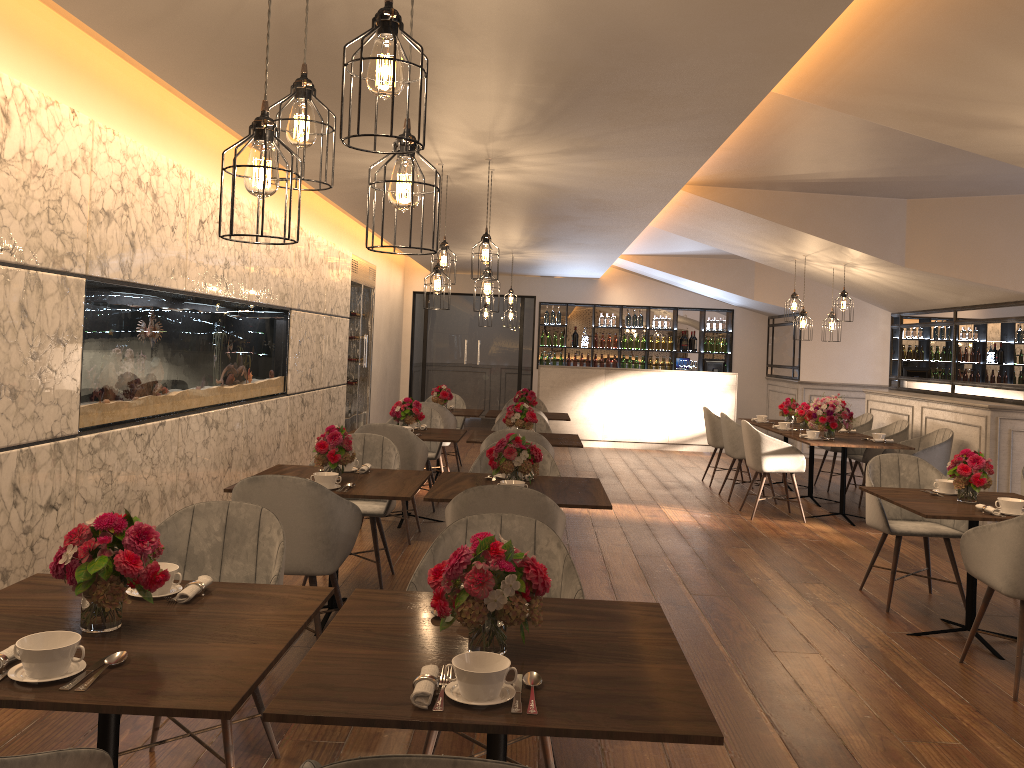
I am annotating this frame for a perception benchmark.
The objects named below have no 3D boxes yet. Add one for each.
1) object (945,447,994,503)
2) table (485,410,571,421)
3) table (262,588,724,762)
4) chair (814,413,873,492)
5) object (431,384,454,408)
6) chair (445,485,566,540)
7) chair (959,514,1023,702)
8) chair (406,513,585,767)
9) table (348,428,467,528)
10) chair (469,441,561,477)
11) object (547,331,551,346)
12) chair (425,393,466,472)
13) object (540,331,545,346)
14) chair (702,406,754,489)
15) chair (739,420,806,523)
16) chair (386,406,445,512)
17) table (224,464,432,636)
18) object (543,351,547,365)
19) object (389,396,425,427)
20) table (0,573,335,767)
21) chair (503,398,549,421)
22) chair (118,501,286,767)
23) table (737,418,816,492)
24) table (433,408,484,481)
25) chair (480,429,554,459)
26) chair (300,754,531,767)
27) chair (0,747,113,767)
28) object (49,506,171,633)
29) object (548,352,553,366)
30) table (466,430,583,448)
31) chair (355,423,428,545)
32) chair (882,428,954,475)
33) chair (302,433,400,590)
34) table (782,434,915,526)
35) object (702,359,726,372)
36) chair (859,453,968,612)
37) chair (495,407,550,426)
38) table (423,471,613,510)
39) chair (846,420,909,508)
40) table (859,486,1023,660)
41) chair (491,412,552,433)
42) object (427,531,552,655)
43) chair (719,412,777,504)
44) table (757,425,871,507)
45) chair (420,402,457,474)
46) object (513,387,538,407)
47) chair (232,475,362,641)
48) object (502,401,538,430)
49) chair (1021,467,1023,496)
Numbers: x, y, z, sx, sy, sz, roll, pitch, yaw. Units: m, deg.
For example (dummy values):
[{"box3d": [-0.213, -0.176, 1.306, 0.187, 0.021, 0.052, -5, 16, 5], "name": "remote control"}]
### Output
[{"box3d": [2.447, 0.480, 4.753, 0.234, 0.301, 0.305, 2, 1, 21], "name": "object"}, {"box3d": [0.162, 0.694, 9.687, 0.896, 0.721, 0.896, 2, 1, 2], "name": "table"}, {"box3d": [-0.042, 1.003, 2.158, 0.896, 0.721, 0.896, 2, 1, 2], "name": "table"}, {"box3d": [3.734, 0.751, 9.922, 0.526, 0.873, 0.565, 2, 0, 2], "name": "chair"}, {"box3d": [-0.757, 0.142, 9.724, 0.234, 0.301, 0.305, 2, 1, -23], "name": "object"}, {"box3d": [-0.043, 0.850, 3.980, 0.565, 0.873, 0.526, 2, 0, 2], "name": "chair"}, {"box3d": [2.428, 0.946, 4.059, 0.565, 0.873, 0.526, 2, 0, 2], "name": "chair"}, {"box3d": [-0.059, 0.898, 2.831, 0.565, 0.873, 0.526, 2, 0, 2], "name": "chair"}, {"box3d": [-0.863, 0.756, 7.238, 0.896, 0.721, 0.896, 2, 1, 2], "name": "table"}, {"box3d": [0.008, 0.796, 5.307, 0.565, 0.873, 0.526, 2, 0, 2], "name": "chair"}, {"box3d": [0.634, -0.779, 15.148, 0.065, 0.262, 0.066, 3, -1, -20], "name": "object"}, {"box3d": [-0.813, 0.550, 10.387, 0.565, 0.873, 0.526, 2, 0, 2], "name": "chair"}, {"box3d": [0.524, -0.784, 15.151, 0.065, 0.262, 0.066, 3, -1, -20], "name": "object"}, {"box3d": [2.407, 0.697, 9.941, 0.526, 0.873, 0.565, 2, 0, 2], "name": "chair"}, {"box3d": [2.356, 0.774, 8.063, 0.526, 0.873, 0.565, 2, 0, 2], "name": "chair"}, {"box3d": [-0.880, 0.651, 7.911, 0.565, 0.873, 0.526, 2, 0, 2], "name": "chair"}, {"box3d": [-0.933, 0.862, 4.661, 0.896, 0.721, 0.896, 2, 1, 2], "name": "table"}, {"box3d": [0.496, -0.389, 13.397, 0.065, 0.208, 0.065, 2, -1, -7], "name": "object"}, {"box3d": [-0.868, 0.242, 7.236, 0.305, 0.301, 0.234, 3, 0, 23], "name": "object"}, {"box3d": [-1.000, 0.963, 2.184, 0.896, 0.721, 0.896, 2, 1, 2], "name": "table"}, {"box3d": [0.145, 0.589, 10.361, 0.565, 0.873, 0.526, 2, 0, 2], "name": "chair"}, {"box3d": [-1.017, 0.859, 2.858, 0.565, 0.873, 0.526, 2, 0, 2], "name": "chair"}, {"box3d": [3.076, 0.799, 9.959, 0.896, 0.721, 0.896, 2, 1, 2], "name": "table"}, {"box3d": [-0.796, 0.655, 9.714, 0.896, 0.721, 0.896, 2, 1, 2], "name": "table"}, {"box3d": [0.027, 0.745, 6.557, 0.565, 0.873, 0.526, 2, 0, 2], "name": "chair"}, {"box3d": [-0.110, 0.952, 1.504, 0.565, 0.873, 0.526, 2, 0, 2], "name": "chair"}, {"box3d": [-1.068, 0.912, 1.531, 0.565, 0.873, 0.526, 2, 0, 2], "name": "chair"}, {"box3d": [-1.005, 0.450, 2.186, 0.305, 0.301, 0.234, 3, 0, 23], "name": "object"}, {"box3d": [0.582, -0.386, 13.399, 0.065, 0.208, 0.145, 2, 0, -7], "name": "object"}, {"box3d": [0.095, 0.796, 7.211, 0.896, 0.721, 0.896, 2, 1, 2], "name": "table"}, {"box3d": [-0.931, 0.705, 6.584, 0.565, 0.873, 0.526, 2, 0, 2], "name": "chair"}, {"box3d": [3.683, 0.828, 8.044, 0.526, 0.873, 0.565, 2, 0, 2], "name": "chair"}, {"box3d": [-0.950, 0.757, 5.334, 0.565, 0.873, 0.526, 2, 0, 2], "name": "chair"}, {"box3d": [3.025, 0.876, 8.082, 0.896, 0.721, 0.896, 2, 1, 2], "name": "table"}, {"box3d": [3.089, -0.217, 13.486, 0.408, 0.329, 0.130, 2, 0, -21], "name": "object"}, {"box3d": [2.433, 0.890, 5.387, 0.565, 0.873, 0.526, 2, 0, 2], "name": "chair"}, {"box3d": [0.094, 0.643, 9.034, 0.565, 0.873, 0.526, 2, 0, 2], "name": "chair"}, {"box3d": [0.025, 0.901, 4.635, 0.896, 0.721, 0.896, 2, 1, 2], "name": "table"}, {"box3d": [3.709, 0.789, 8.983, 0.526, 0.873, 0.565, 2, 0, 2], "name": "chair"}, {"box3d": [2.450, 0.995, 4.715, 0.896, 0.721, 0.896, 2, 1, 2], "name": "table"}, {"box3d": [0.078, 0.691, 7.884, 0.565, 0.873, 0.526, 2, 0, 2], "name": "chair"}, {"box3d": [-0.058, 0.490, 2.128, 0.305, 0.301, 0.234, 2, 0, -21], "name": "object"}, {"box3d": [2.381, 0.736, 9.002, 0.526, 0.873, 0.565, 2, 0, 2], "name": "chair"}, {"box3d": [3.050, 0.837, 9.021, 0.896, 0.721, 0.896, 2, 1, 2], "name": "table"}, {"box3d": [-0.864, 0.604, 9.060, 0.565, 0.873, 0.526, 2, 0, 2], "name": "chair"}, {"box3d": [0.136, 0.179, 9.707, 0.234, 0.301, 0.305, 2, 1, -41], "name": "object"}, {"box3d": [-1.001, 0.811, 4.007, 0.565, 0.873, 0.526, 2, 0, 2], "name": "chair"}, {"box3d": [0.080, 0.283, 7.182, 0.305, 0.301, 0.234, 3, 1, 34], "name": "object"}, {"box3d": [3.391, 0.929, 5.360, 0.565, 0.873, 0.526, 2, 0, 2], "name": "chair"}]
